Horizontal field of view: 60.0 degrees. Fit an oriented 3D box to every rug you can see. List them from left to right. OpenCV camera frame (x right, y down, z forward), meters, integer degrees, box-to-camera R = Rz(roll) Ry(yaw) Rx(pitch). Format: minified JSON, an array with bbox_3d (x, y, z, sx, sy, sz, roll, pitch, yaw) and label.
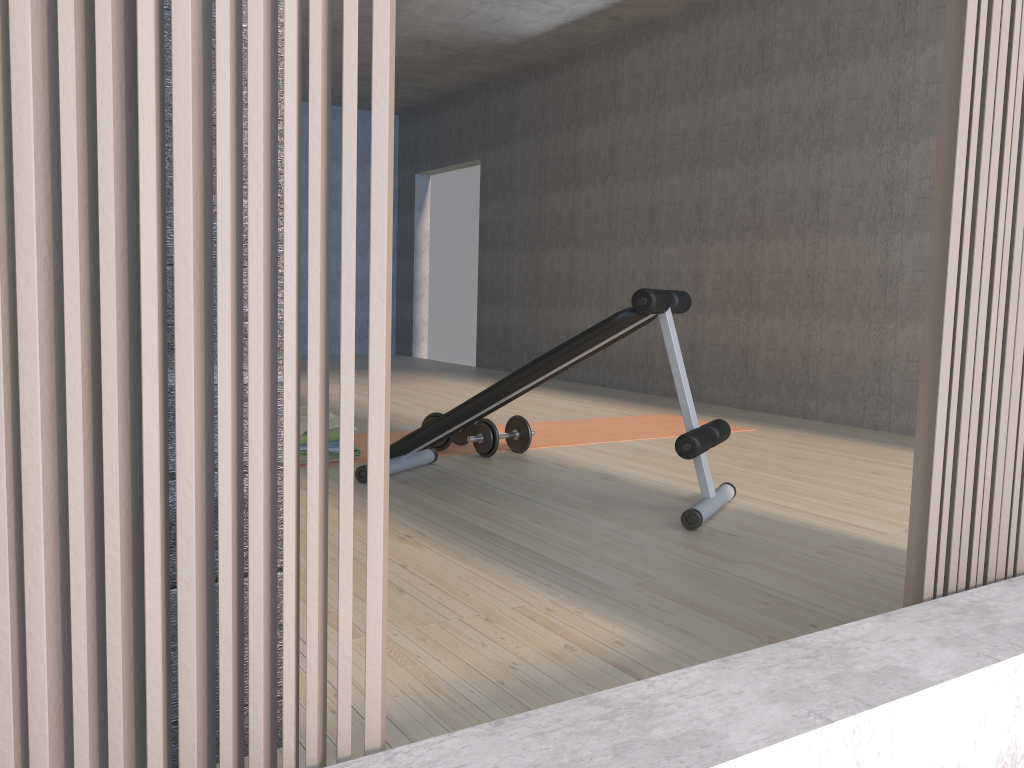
[{"bbox_3d":[0.014,0.265,4.557,2.779,0.002,0.716,-2,7,-33],"label":"rug"}]

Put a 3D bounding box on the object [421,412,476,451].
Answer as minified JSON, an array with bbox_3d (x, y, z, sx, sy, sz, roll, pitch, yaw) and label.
[{"bbox_3d":[-0.291,0.209,4.093,0.176,0.176,0.385,5,6,29],"label":"object"}]

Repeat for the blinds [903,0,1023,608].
[{"bbox_3d":[1.144,-0.794,1.617,1.133,2.744,0.069,-2,7,-33],"label":"blinds"}]

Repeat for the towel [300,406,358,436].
[{"bbox_3d":[-0.892,0.154,3.788,0.373,0.123,0.384,6,7,41],"label":"towel"}]

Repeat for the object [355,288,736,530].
[{"bbox_3d":[0.117,0.023,3.216,1.312,0.746,0.505,4,6,26],"label":"object"}]

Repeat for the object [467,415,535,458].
[{"bbox_3d":[-0.045,0.235,3.994,0.385,0.176,0.176,-3,7,-41],"label":"object"}]

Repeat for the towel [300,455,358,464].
[{"bbox_3d":[-0.906,0.290,3.816,0.376,0.044,0.371,-2,7,-34],"label":"towel"}]

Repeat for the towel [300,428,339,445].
[{"bbox_3d":[-0.902,0.210,3.767,0.376,0.085,0.371,-1,6,-28],"label":"towel"}]

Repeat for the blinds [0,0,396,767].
[{"bbox_3d":[-0.568,-0.734,0.520,1.133,2.744,0.069,-2,7,-33],"label":"blinds"}]

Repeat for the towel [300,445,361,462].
[{"bbox_3d":[-0.885,0.268,3.817,0.380,0.081,0.367,-2,7,-35],"label":"towel"}]

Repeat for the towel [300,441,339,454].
[{"bbox_3d":[-0.887,0.245,3.791,0.383,0.078,0.383,0,6,-16],"label":"towel"}]
